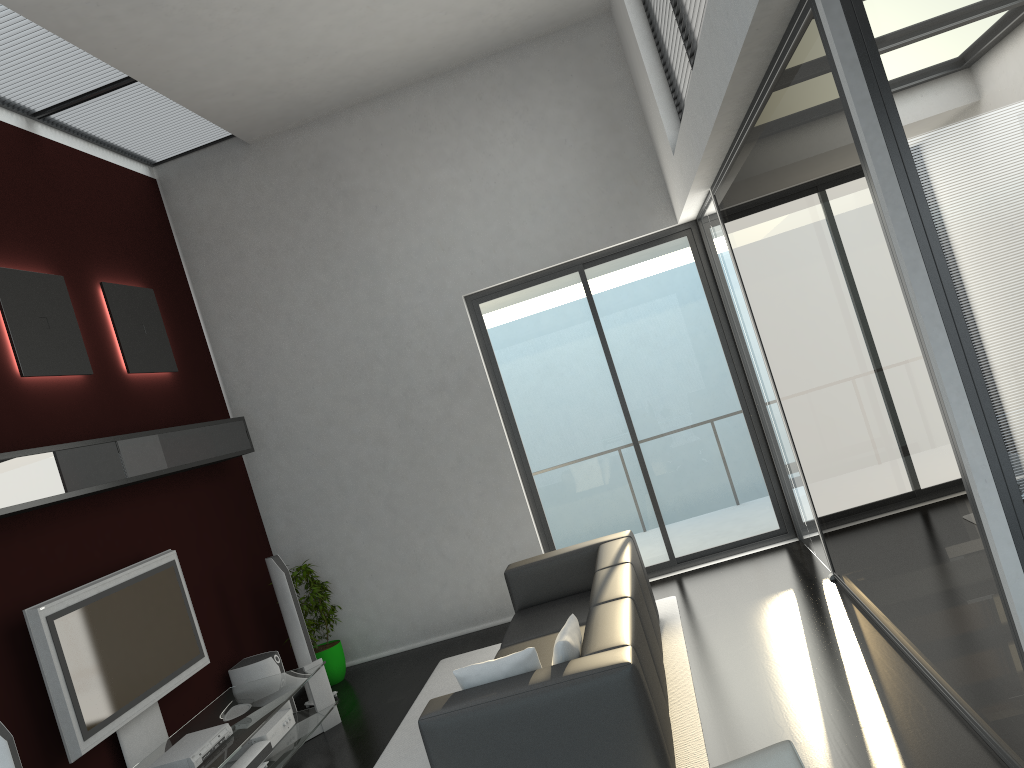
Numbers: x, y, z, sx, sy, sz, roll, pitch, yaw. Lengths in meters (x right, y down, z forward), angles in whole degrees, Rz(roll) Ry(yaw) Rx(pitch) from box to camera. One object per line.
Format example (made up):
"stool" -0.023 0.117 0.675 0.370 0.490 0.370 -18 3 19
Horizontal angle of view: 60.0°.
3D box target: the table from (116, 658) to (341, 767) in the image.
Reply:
"table" -1.822 1.943 5.165 0.771 1.093 2.046 -18 -1 8

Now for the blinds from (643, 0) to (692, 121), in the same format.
"blinds" 0.916 -2.270 5.423 0.048 1.372 1.076 -18 -1 8

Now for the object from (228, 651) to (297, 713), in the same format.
"object" -1.764 2.229 6.385 0.323 0.518 0.286 -18 -1 8

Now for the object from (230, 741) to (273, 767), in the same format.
"object" -1.547 2.216 5.136 0.182 0.090 0.470 -18 -1 8

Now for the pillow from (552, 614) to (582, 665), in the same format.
"pillow" 0.247 1.253 3.905 0.169 0.361 0.376 -18 -1 9

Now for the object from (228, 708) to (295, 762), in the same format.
"object" -1.658 2.269 5.719 0.412 0.106 0.449 -18 -1 8

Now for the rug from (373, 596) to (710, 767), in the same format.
"rug" 0.091 1.907 4.893 1.875 0.009 3.695 -18 -1 8

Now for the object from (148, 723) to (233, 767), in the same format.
"object" -1.746 1.999 4.827 0.273 0.073 0.439 -18 -1 8

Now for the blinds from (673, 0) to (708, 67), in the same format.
"blinds" 0.769 -2.237 4.313 0.048 1.372 1.076 -18 -1 8

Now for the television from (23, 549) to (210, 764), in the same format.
"television" -2.245 1.504 5.182 0.099 0.807 1.436 -18 -1 8

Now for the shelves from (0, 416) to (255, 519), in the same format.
"shelves" -2.739 0.554 3.775 0.305 0.301 6.988 -18 -1 8

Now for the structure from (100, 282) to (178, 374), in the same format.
"structure" -2.775 -0.402 6.597 0.055 0.676 0.678 -18 -1 8

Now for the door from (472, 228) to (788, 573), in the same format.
"door" 0.950 0.253 7.338 1.900 2.600 0.050 -18 -1 8

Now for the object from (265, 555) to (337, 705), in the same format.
"object" -1.635 1.852 6.723 0.215 1.141 0.228 -18 -1 23

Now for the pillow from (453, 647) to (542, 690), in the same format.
"pillow" -0.019 1.337 3.842 0.376 0.358 0.186 -18 -1 9

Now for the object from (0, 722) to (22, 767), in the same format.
"object" -2.103 1.965 3.813 0.215 1.141 0.228 -17 -1 -7

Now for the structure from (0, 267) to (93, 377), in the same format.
"structure" -2.920 -0.370 5.499 0.055 0.676 0.678 -18 -1 8

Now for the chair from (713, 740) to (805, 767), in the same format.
"chair" 0.566 1.213 1.491 0.471 0.959 0.612 -17 -1 -2

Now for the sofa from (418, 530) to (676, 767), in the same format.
"sofa" 0.312 1.477 4.863 0.943 0.652 2.781 -18 -1 8

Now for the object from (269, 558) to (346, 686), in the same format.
"object" -1.634 1.921 7.190 0.507 1.068 0.599 -17 -1 -7
